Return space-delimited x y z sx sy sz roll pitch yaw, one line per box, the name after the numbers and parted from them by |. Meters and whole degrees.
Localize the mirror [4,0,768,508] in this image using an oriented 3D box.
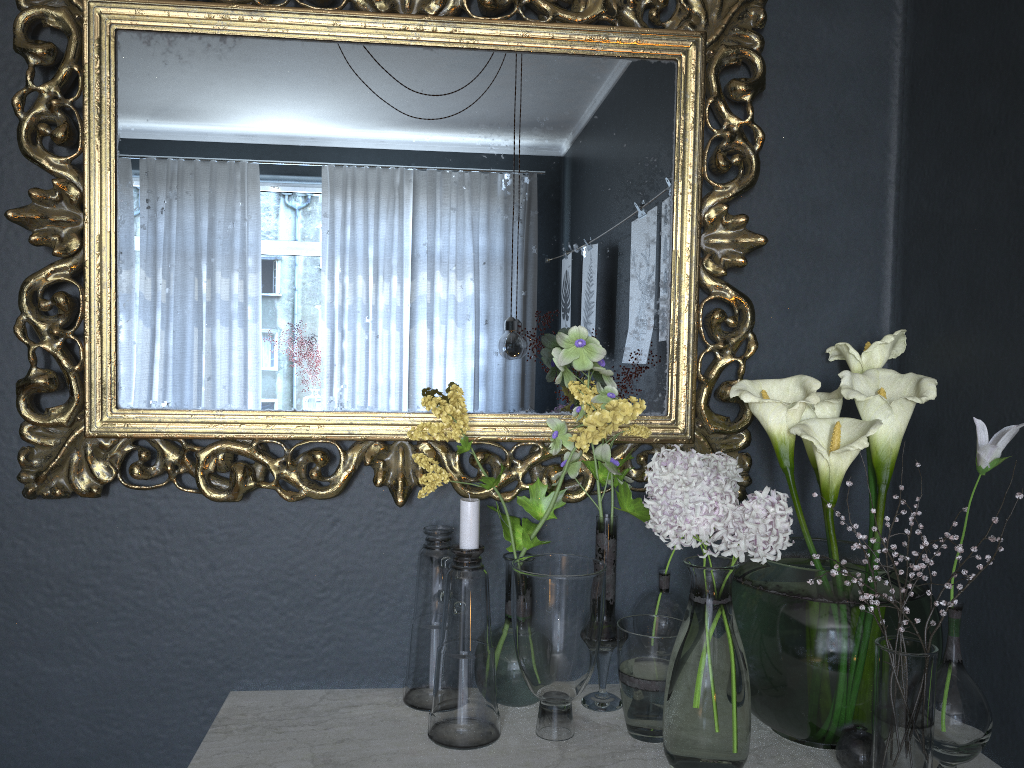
-0.154 -0.217 1.260 1.057 0.785 0.067 1 3 -6 | mirror

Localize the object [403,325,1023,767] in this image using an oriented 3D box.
0.219 0.195 1.112 0.727 0.547 0.474 1 2 -3 | object

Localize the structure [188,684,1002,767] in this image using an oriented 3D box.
0.108 0.962 0.979 1.065 0.982 0.833 1 2 -6 | structure
